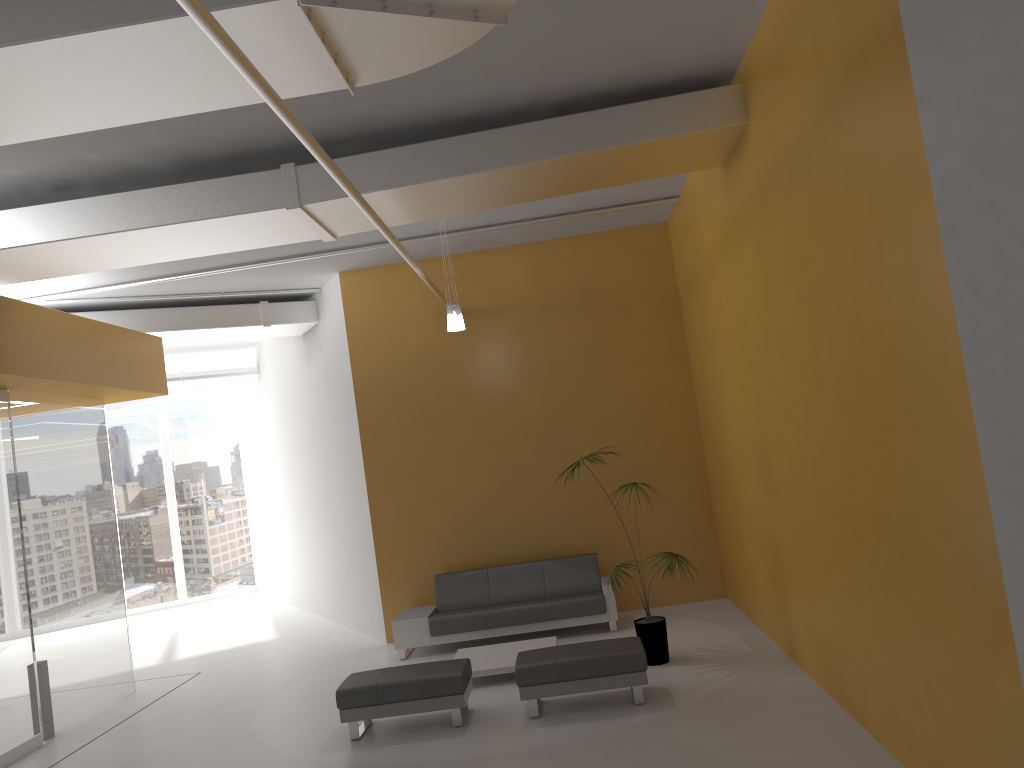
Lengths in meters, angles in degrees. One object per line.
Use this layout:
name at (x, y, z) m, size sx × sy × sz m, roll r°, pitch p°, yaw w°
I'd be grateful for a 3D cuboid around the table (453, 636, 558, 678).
table at (-0.067, 2.637, 8.398) m, size 1.000 × 0.150 × 1.000 m, roll -8°, pitch -4°, yaw 3°

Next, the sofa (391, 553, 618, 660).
sofa at (-0.078, 2.435, 9.802) m, size 2.400 × 0.761 × 0.860 m, roll -8°, pitch -4°, yaw 3°

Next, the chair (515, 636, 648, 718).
chair at (0.557, 2.305, 7.009) m, size 1.012 × 0.423 × 0.575 m, roll -8°, pitch -4°, yaw 3°

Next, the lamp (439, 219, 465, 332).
lamp at (-0.624, -1.126, 8.645) m, size 0.174 × 1.227 × 0.174 m, roll -12°, pitch -6°, yaw 44°

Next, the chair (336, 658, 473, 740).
chair at (-0.833, 2.511, 7.101) m, size 1.012 × 0.423 × 0.575 m, roll -8°, pitch -4°, yaw 3°

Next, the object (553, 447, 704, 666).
object at (1.047, 1.530, 7.963) m, size 1.222 × 1.956 × 0.912 m, roll -12°, pitch -6°, yaw 43°

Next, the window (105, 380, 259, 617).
window at (-7.891, 2.172, 16.559) m, size 8.533 × 4.498 × 0.100 m, roll -6°, pitch -5°, yaw -27°
